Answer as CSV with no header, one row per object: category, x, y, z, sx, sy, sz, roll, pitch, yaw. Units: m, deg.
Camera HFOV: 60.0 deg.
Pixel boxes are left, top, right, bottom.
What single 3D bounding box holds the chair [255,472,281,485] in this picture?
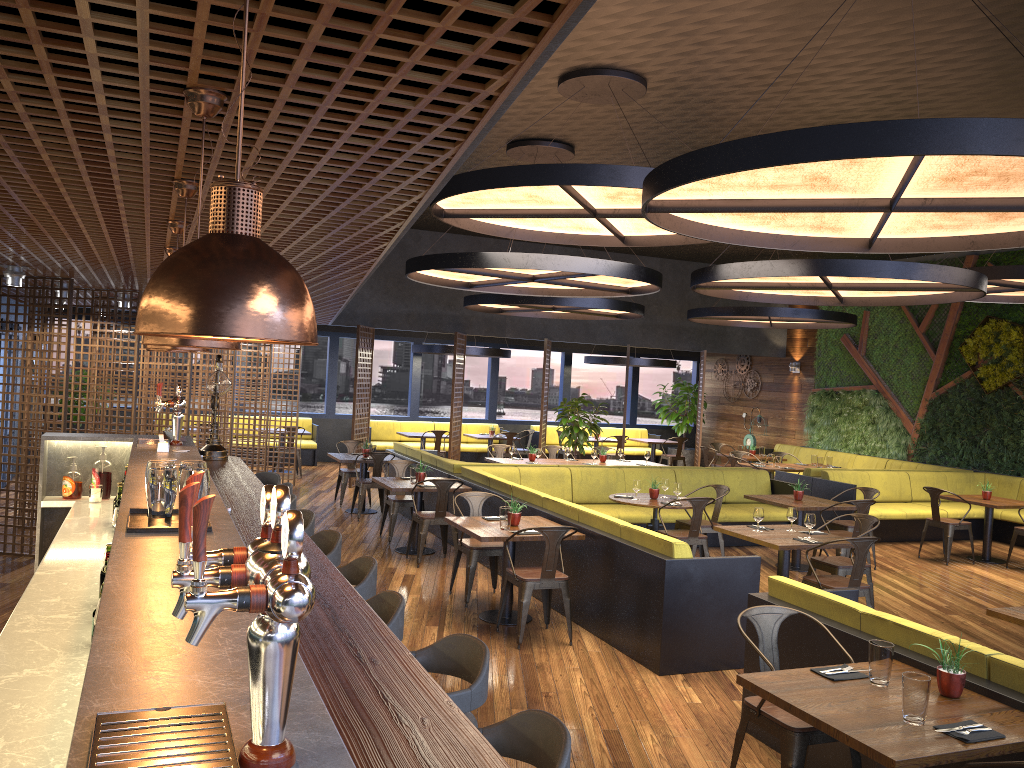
chair,-2.212,1.286,7.528,0.438,1.048,0.483,3,1,-30

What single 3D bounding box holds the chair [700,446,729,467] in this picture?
chair,3.664,1.591,16.035,0.541,0.917,0.504,3,1,-22

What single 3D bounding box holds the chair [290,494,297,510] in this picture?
chair,-1.807,1.319,6.386,0.483,1.048,0.438,4,1,39

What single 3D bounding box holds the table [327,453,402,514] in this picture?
table,-2.057,1.392,12.340,0.887,0.763,0.906,3,1,-22

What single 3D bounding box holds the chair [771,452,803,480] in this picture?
chair,4.764,1.658,15.378,0.504,0.917,0.541,3,1,-22

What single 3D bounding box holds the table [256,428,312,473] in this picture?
table,-4.225,1.236,16.283,0.887,0.763,0.906,3,1,-22

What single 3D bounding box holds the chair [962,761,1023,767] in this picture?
chair,1.814,1.615,3.047,0.504,0.917,0.541,3,1,-22

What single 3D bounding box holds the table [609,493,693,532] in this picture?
table,1.522,1.616,9.495,1.007,0.760,1.007,3,1,15

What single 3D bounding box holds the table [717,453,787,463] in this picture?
table,4.382,1.707,16.310,0.887,0.763,0.906,3,1,-22

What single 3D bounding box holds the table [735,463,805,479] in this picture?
table,4.206,1.716,14.414,0.887,0.763,0.906,3,1,-22

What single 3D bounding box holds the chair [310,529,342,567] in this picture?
chair,-1.223,1.364,5.023,0.483,1.048,0.438,3,1,28

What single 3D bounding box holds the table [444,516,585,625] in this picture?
table,-0.016,1.552,7.343,0.887,0.763,0.906,3,1,-22

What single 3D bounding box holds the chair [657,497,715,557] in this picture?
chair,1.730,1.554,8.912,0.504,0.917,0.541,3,1,-22

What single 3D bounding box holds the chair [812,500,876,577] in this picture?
chair,3.545,1.648,9.441,0.504,0.917,0.541,3,1,-22

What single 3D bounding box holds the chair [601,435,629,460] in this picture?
chair,2.085,1.485,18.108,0.504,0.917,0.541,3,1,-22

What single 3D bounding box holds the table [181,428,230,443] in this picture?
table,-5.519,1.170,15.754,0.887,0.763,0.906,3,1,-22

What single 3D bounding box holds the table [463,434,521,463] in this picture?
table,-0.434,1.429,17.838,0.906,0.763,0.887,3,1,-22

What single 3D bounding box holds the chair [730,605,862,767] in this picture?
chair,1.337,1.577,4.217,0.504,0.917,0.541,3,1,-22

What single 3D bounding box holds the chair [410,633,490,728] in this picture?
chair,-0.323,1.432,3.082,0.438,1.048,0.483,3,1,-3

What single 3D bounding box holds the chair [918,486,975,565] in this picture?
chair,5.367,1.733,10.968,0.541,0.917,0.504,3,1,-22

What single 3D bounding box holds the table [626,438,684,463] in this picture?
table,3.079,1.607,19.272,0.887,0.763,0.906,3,1,-22

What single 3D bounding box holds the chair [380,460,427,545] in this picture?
chair,-1.270,1.375,10.416,0.504,0.917,0.541,3,1,-22

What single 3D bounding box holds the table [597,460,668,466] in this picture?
table,1.828,1.593,13.610,0.906,0.763,0.887,3,1,-22

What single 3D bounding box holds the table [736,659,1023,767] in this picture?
table,1.538,1.673,3.611,0.906,0.763,0.887,3,1,-22

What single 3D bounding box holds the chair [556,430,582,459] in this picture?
chair,1.174,1.431,18.543,0.541,0.917,0.504,3,1,-22

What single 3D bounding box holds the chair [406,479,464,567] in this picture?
chair,-0.801,1.412,9.262,0.504,0.917,0.541,3,1,-22

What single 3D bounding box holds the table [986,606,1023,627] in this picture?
table,3.406,1.762,5.071,0.887,0.763,0.906,3,1,-22

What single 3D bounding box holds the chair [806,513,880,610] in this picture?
chair,2.968,1.631,7.946,0.541,0.917,0.504,3,1,-22

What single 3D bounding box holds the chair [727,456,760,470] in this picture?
chair,3.681,1.611,14.116,0.541,0.917,0.504,3,1,-22

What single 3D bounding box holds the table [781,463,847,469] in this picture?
table,5.069,1.760,14.766,0.887,0.763,0.906,3,1,-22

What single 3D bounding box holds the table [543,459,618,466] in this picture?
table,0.994,1.551,13.263,0.906,0.763,0.887,3,1,-22

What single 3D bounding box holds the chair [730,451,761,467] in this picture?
chair,3.961,1.617,15.049,0.504,0.917,0.541,3,1,-22

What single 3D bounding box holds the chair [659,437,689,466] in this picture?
chair,3.407,1.552,18.649,0.504,0.917,0.541,3,1,-22

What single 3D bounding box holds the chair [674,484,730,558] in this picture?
chair,2.077,1.565,9.724,0.541,0.917,0.504,3,1,-22

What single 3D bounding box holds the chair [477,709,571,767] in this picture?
chair,-0.087,1.452,2.394,0.438,1.048,0.483,3,1,7

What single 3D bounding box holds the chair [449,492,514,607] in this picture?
chair,-0.266,1.454,7.912,0.504,0.917,0.541,3,1,-22

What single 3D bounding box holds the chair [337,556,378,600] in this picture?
chair,-0.909,1.388,4.358,0.438,1.048,0.483,3,1,7

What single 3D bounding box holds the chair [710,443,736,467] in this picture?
chair,4.055,1.603,17.001,0.504,0.917,0.541,3,1,-22

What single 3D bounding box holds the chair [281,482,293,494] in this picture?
chair,-1.980,1.304,6.987,0.438,1.048,0.483,3,1,7

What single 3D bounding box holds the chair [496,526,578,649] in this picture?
chair,0.203,1.491,6.759,0.504,0.917,0.541,3,1,-22

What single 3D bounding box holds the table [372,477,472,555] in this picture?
table,-1.034,1.473,9.842,0.887,0.763,0.906,3,1,-22

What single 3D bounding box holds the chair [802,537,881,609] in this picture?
chair,2.595,1.619,7.038,0.504,0.917,0.541,3,1,-22

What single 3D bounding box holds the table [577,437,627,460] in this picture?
table,1.784,1.541,18.746,0.906,0.763,0.887,3,1,-22

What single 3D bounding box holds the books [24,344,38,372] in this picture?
books,-7.751,-0.403,14.300,0.223,0.489,0.286,3,1,-31

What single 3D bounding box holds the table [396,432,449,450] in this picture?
table,-1.728,1.363,17.305,0.887,0.763,0.906,3,1,-22

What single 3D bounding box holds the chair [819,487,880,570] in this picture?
chair,3.945,1.662,10.304,0.541,0.917,0.504,3,1,-22

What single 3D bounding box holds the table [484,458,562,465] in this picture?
table,0.156,1.508,12.920,0.906,0.763,0.887,3,1,-22

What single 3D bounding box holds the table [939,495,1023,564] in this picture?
table,6.036,1.847,11.223,0.887,0.763,0.906,3,1,-22

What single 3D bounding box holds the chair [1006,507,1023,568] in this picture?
chair,6.308,1.789,10.571,0.504,0.917,0.541,3,1,-22

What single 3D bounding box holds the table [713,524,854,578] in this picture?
table,2.361,1.679,7.672,0.906,0.763,0.887,3,1,-22

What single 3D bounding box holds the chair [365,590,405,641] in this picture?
chair,-0.701,1.406,3.704,0.483,1.048,0.438,4,1,39

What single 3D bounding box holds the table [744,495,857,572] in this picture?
table,3.262,1.706,10.088,0.887,0.763,0.906,3,1,-22

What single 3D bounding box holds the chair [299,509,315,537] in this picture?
chair,-1.509,1.342,5.669,0.438,1.048,0.483,3,1,-8
